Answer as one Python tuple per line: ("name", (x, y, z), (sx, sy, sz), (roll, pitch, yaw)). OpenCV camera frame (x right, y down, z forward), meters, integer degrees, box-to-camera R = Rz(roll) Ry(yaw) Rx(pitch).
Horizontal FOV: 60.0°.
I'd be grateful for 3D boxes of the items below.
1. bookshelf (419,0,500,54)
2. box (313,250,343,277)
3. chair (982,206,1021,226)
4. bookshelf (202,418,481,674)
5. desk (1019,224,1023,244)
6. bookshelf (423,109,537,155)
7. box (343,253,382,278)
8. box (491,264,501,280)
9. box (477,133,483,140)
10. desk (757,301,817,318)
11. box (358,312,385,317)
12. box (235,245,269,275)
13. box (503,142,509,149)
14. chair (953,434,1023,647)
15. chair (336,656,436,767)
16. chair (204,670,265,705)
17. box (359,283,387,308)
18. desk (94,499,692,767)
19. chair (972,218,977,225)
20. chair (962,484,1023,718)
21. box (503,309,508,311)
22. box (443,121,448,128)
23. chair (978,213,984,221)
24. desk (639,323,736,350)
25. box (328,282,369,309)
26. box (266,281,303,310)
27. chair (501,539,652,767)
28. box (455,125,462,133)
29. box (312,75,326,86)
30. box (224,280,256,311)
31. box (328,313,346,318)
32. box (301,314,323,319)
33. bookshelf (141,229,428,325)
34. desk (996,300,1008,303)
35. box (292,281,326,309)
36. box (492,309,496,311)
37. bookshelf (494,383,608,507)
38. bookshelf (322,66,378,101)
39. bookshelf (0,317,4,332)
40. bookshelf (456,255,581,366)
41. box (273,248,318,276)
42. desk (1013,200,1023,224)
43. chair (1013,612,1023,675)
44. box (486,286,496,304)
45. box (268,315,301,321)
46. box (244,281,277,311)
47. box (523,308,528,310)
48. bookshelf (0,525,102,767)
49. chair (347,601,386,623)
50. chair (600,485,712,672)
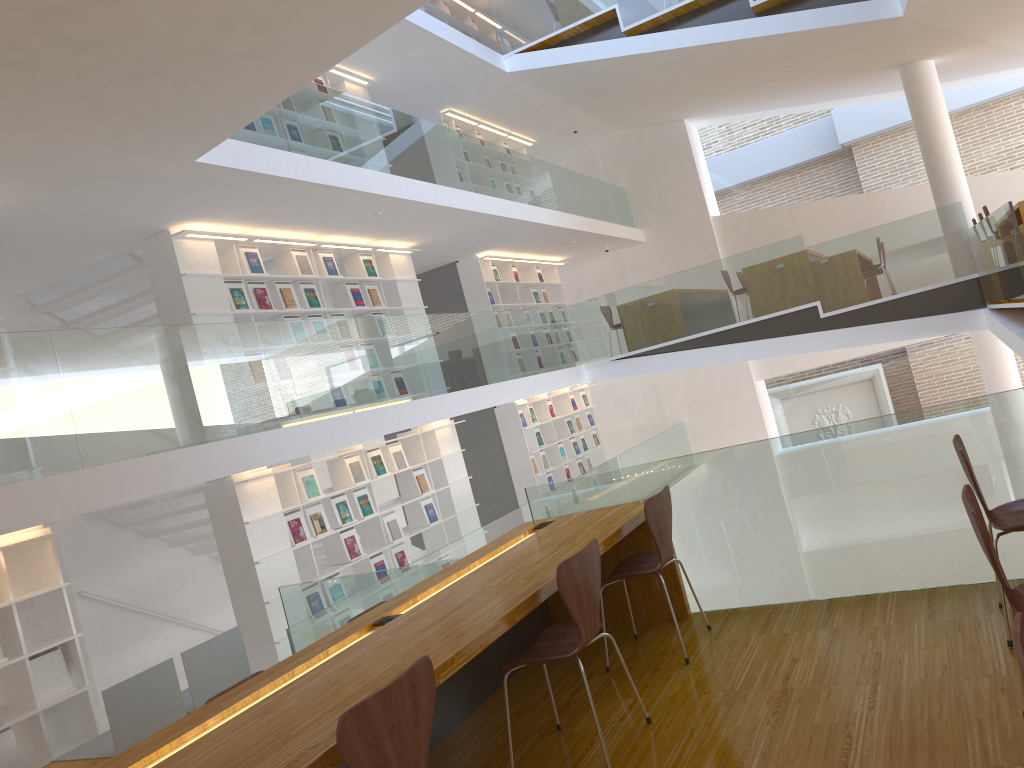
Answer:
("bookshelf", (-0.723, -4.921, 13.467), (0.498, 1.836, 2.984), (-15, -1, 26))
("box", (-1.930, -1.190, 9.023), (0.274, 0.296, 0.245), (-15, -1, 26))
("chair", (5.420, -1.652, 9.654), (0.381, 0.693, 0.428), (-15, -1, 26))
("bookshelf", (-1.367, 1.484, 8.810), (0.397, 1.836, 3.666), (-15, -1, 26))
("desk", (5.517, -1.131, 6.262), (3.216, 1.022, 1.248), (-15, -1, 26))
("bookshelf", (-0.214, -2.972, 13.428), (0.498, 1.836, 2.984), (-15, -1, 26))
("box", (-1.629, -1.256, 9.664), (0.274, 0.296, 0.245), (-15, -1, 26))
("box", (-0.318, -1.539, 12.597), (0.274, 0.296, 0.245), (-15, -1, 26))
("box", (-0.546, -3.584, 13.247), (0.274, 0.296, 0.245), (-15, -1, 26))
("desk", (4.002, -1.279, 11.547), (1.248, 0.757, 3.196), (-15, -1, 26))
("box", (-1.483, -0.616, 9.609), (0.274, 0.296, 0.245), (-15, -1, 26))
("box", (-2.408, -1.086, 8.006), (0.274, 0.296, 0.245), (-15, -1, 26))
("box", (-0.158, -3.668, 14.079), (0.274, 0.296, 0.245), (-15, -1, 26))
("chair", (1.851, 0.498, 3.129), (0.381, 0.693, 0.428), (-15, -1, 26))
("chair", (-0.345, 1.050, 2.080), (0.381, 0.693, 0.428), (-15, -1, 26))
("chair", (-0.928, 1.559, 3.647), (0.381, 0.693, 0.428), (-15, -1, 26))
("box", (-1.567, -0.933, 9.613), (0.274, 0.296, 0.245), (-15, -1, 26))
("desk", (-0.376, 1.292, 3.211), (1.285, 0.918, 3.236), (-15, -1, 26))
("chair", (6.085, -1.795, 11.162), (0.381, 0.693, 0.428), (-15, -1, 26))
("chair", (1.440, 0.587, 2.253), (0.381, 0.693, 0.428), (-15, -1, 26))
("box", (-0.152, -0.905, 12.586), (0.274, 0.296, 0.245), (-15, -1, 26))
("box", (-1.003, -3.483, 12.279), (0.274, 0.296, 0.245), (-15, -1, 26))
("chair", (5.831, -1.742, 10.529), (0.381, 0.693, 0.428), (-15, -1, 26))
("desk", (2.389, -0.921, 12.343), (0.760, 0.606, 3.194), (-15, -1, 26))
("box", (-1.711, -0.905, 9.307), (0.274, 0.296, 0.245), (-15, -1, 26))
("box", (-2.173, -0.801, 8.323), (0.274, 0.296, 0.245), (-15, -1, 26))
("chair", (0.162, 0.937, 3.072), (0.381, 0.693, 0.428), (-15, -1, 26))
("box", (-0.835, -3.520, 12.637), (0.274, 0.296, 0.245), (-15, -1, 26))
("box", (-2.170, -3.231, 9.653), (0.274, 0.296, 0.245), (-15, -1, 26))
("box", (-2.453, -0.741, 7.726), (0.274, 0.296, 0.245), (-15, -1, 26))
("box", (-1.789, -0.548, 8.956), (0.274, 0.296, 0.245), (-15, -1, 26))
("box", (-1.946, -0.514, 8.623), (0.274, 0.296, 0.245), (-15, -1, 26))
("bookshelf", (-1.843, -0.522, 8.827), (0.498, 1.836, 3.666), (-15, -1, 26))
("desk", (6.248, -1.499, 8.134), (3.356, 0.606, 0.760), (-15, -1, 26))
("box", (-2.027, -0.833, 8.634), (0.274, 0.296, 0.245), (-15, -1, 26))
("box", (-0.311, -0.870, 12.248), (0.274, 0.296, 0.245), (-15, -1, 26))
("bookshelf", (0.824, 1.002, 13.349), (0.498, 1.836, 2.984), (-15, -1, 26))
("bookshelf", (-2.360, -2.502, 8.867), (0.498, 1.836, 3.666), (-15, -1, 26))
("bookshelf", (-3.943, -0.064, 4.349), (0.498, 1.836, 2.984), (-15, -1, 26))
("bookshelf", (0.303, -0.992, 13.389), (0.498, 1.836, 2.984), (-15, -1, 26))
("box", (-2.107, -1.152, 8.646), (0.274, 0.296, 0.245), (-15, -1, 26))
("desk", (6.564, -1.815, 10.360), (1.247, 0.762, 3.194), (-15, -1, 26))
("chair", (0.999, 0.682, 1.228), (0.381, 0.693, 0.428), (-15, -1, 26))
("box", (-0.396, -1.187, 12.248), (0.274, 0.296, 0.245), (-15, -1, 26))
("box", (-2.089, -0.483, 8.318), (0.274, 0.296, 0.245), (-15, -1, 26))
("box", (-2.335, -0.765, 8.005), (0.274, 0.296, 0.245), (-15, -1, 26))
("box", (0.144, -0.969, 13.216), (0.274, 0.296, 0.245), (-15, -1, 26))
("bookshelf", (-3.423, 1.930, 4.310), (0.498, 1.836, 2.984), (-15, -1, 26))
("chair", (-0.516, 1.469, 4.523), (0.381, 0.693, 0.428), (-15, -1, 26))
("chair", (0.573, 0.848, 3.947), (0.381, 0.693, 0.428), (-15, -1, 26))
